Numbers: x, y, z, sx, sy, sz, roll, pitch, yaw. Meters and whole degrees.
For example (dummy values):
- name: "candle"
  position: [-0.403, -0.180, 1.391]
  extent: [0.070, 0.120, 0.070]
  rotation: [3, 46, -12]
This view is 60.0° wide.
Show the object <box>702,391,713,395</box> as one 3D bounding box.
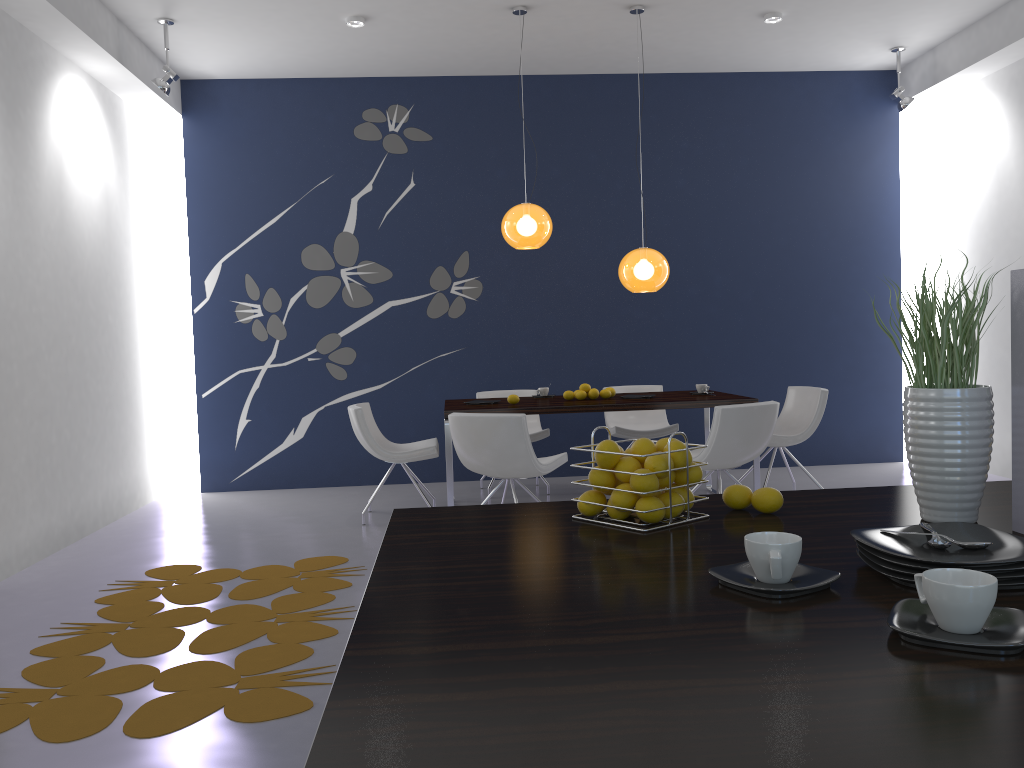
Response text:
- name: "object"
  position: [1.394, 0.064, 6.273]
  extent: [0.032, 0.028, 0.155]
  rotation: [-3, 3, -23]

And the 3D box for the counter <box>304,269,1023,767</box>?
- name: "counter"
  position: [1.434, 0.443, 1.400]
  extent: [3.291, 1.300, 1.302]
  rotation: [-2, 3, -4]

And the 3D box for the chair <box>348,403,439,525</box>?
- name: "chair"
  position: [-0.824, 0.536, 6.247]
  extent: [0.620, 0.805, 0.508]
  rotation: [-2, 3, -4]

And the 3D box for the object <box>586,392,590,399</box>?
- name: "object"
  position: [0.559, 0.071, 6.297]
  extent: [0.081, 0.071, 0.069]
  rotation: [-3, 3, -27]

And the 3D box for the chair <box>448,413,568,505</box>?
- name: "chair"
  position: [-0.026, 0.554, 5.299]
  extent: [0.508, 0.805, 0.620]
  rotation: [0, 3, 31]

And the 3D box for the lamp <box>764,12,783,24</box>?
- name: "lamp"
  position: [1.892, -2.650, 6.419]
  extent: [0.132, 0.035, 0.132]
  rotation: [1, 4, 43]

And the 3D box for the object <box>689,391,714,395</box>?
- name: "object"
  position: [1.366, 0.067, 6.383]
  extent: [0.154, 0.020, 0.154]
  rotation: [1, 4, 42]

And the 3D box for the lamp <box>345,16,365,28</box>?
- name: "lamp"
  position: [-1.099, -2.539, 6.216]
  extent: [0.132, 0.035, 0.132]
  rotation: [-2, 3, -4]

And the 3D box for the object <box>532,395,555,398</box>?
- name: "object"
  position: [0.238, 0.093, 6.642]
  extent: [0.154, 0.020, 0.154]
  rotation: [0, 4, 41]

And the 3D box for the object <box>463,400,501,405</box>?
- name: "object"
  position: [-0.207, 0.130, 6.182]
  extent: [0.232, 0.020, 0.232]
  rotation: [-1, 3, 25]

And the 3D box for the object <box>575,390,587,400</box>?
- name: "object"
  position: [0.483, 0.079, 6.206]
  extent: [0.070, 0.068, 0.083]
  rotation: [-4, 3, -35]

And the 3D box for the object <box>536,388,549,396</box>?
- name: "object"
  position: [0.234, 0.062, 6.631]
  extent: [0.081, 0.064, 0.101]
  rotation: [-1, 3, 21]

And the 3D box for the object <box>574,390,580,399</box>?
- name: "object"
  position: [0.476, 0.075, 6.290]
  extent: [0.070, 0.068, 0.083]
  rotation: [-4, 3, -35]

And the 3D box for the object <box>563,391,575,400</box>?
- name: "object"
  position: [0.402, 0.080, 6.243]
  extent: [0.083, 0.068, 0.070]
  rotation: [-2, 3, 0]

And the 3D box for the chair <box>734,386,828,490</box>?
- name: "chair"
  position: [1.950, 0.433, 6.436]
  extent: [0.620, 0.805, 0.508]
  rotation: [-2, 3, -9]

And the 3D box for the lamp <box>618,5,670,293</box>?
- name: "lamp"
  position: [0.903, -1.635, 6.224]
  extent: [0.359, 1.974, 0.358]
  rotation: [-2, 3, 1]

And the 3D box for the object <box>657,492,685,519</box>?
- name: "object"
  position: [0.300, 0.232, 1.698]
  extent: [0.061, 0.053, 0.053]
  rotation: [0, 3, 39]

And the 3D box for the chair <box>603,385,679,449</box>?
- name: "chair"
  position: [1.038, 0.426, 7.232]
  extent: [0.508, 0.805, 0.620]
  rotation: [-2, 3, -4]

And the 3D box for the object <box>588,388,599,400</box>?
- name: "object"
  position: [0.573, 0.070, 6.214]
  extent: [0.076, 0.080, 0.094]
  rotation: [-2, 3, -2]

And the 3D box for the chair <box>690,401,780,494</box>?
- name: "chair"
  position: [1.271, 0.507, 5.377]
  extent: [0.508, 0.805, 0.620]
  rotation: [-4, 3, -34]

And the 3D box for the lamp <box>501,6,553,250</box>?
- name: "lamp"
  position: [0.081, -1.769, 6.158]
  extent: [0.358, 1.645, 0.359]
  rotation: [-2, 3, 7]

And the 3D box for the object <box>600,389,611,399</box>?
- name: "object"
  position: [0.660, 0.071, 6.256]
  extent: [0.083, 0.068, 0.070]
  rotation: [-2, 3, 0]

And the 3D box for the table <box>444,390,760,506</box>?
- name: "table"
  position: [0.562, 0.499, 6.291]
  extent: [2.046, 0.783, 1.127]
  rotation: [-2, 3, -4]

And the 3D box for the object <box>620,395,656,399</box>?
- name: "object"
  position: [0.882, 0.091, 6.223]
  extent: [0.232, 0.020, 0.232]
  rotation: [-1, 3, 25]

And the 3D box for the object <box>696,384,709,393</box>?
- name: "object"
  position: [1.374, 0.036, 6.378]
  extent: [0.101, 0.064, 0.081]
  rotation: [-1, 3, 22]

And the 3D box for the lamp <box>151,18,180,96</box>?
- name: "lamp"
  position: [-2.410, -2.252, 6.138]
  extent: [0.185, 0.511, 0.150]
  rotation: [-2, 3, -4]

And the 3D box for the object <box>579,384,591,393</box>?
- name: "object"
  position: [0.516, 0.030, 6.245]
  extent: [0.083, 0.068, 0.070]
  rotation: [-2, 3, 0]

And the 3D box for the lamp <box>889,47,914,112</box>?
- name: "lamp"
  position: [3.205, -2.497, 7.293]
  extent: [0.185, 0.511, 0.150]
  rotation: [-2, 3, -4]

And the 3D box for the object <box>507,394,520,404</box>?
- name: "object"
  position: [0.010, 0.105, 6.006]
  extent: [0.083, 0.068, 0.070]
  rotation: [-2, 3, 0]

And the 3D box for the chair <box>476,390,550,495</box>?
- name: "chair"
  position: [0.001, 0.465, 7.162]
  extent: [0.508, 0.805, 0.620]
  rotation: [-2, 3, -9]

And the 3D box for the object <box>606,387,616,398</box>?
- name: "object"
  position: [0.695, 0.062, 6.333]
  extent: [0.079, 0.077, 0.094]
  rotation: [-4, 3, -30]
